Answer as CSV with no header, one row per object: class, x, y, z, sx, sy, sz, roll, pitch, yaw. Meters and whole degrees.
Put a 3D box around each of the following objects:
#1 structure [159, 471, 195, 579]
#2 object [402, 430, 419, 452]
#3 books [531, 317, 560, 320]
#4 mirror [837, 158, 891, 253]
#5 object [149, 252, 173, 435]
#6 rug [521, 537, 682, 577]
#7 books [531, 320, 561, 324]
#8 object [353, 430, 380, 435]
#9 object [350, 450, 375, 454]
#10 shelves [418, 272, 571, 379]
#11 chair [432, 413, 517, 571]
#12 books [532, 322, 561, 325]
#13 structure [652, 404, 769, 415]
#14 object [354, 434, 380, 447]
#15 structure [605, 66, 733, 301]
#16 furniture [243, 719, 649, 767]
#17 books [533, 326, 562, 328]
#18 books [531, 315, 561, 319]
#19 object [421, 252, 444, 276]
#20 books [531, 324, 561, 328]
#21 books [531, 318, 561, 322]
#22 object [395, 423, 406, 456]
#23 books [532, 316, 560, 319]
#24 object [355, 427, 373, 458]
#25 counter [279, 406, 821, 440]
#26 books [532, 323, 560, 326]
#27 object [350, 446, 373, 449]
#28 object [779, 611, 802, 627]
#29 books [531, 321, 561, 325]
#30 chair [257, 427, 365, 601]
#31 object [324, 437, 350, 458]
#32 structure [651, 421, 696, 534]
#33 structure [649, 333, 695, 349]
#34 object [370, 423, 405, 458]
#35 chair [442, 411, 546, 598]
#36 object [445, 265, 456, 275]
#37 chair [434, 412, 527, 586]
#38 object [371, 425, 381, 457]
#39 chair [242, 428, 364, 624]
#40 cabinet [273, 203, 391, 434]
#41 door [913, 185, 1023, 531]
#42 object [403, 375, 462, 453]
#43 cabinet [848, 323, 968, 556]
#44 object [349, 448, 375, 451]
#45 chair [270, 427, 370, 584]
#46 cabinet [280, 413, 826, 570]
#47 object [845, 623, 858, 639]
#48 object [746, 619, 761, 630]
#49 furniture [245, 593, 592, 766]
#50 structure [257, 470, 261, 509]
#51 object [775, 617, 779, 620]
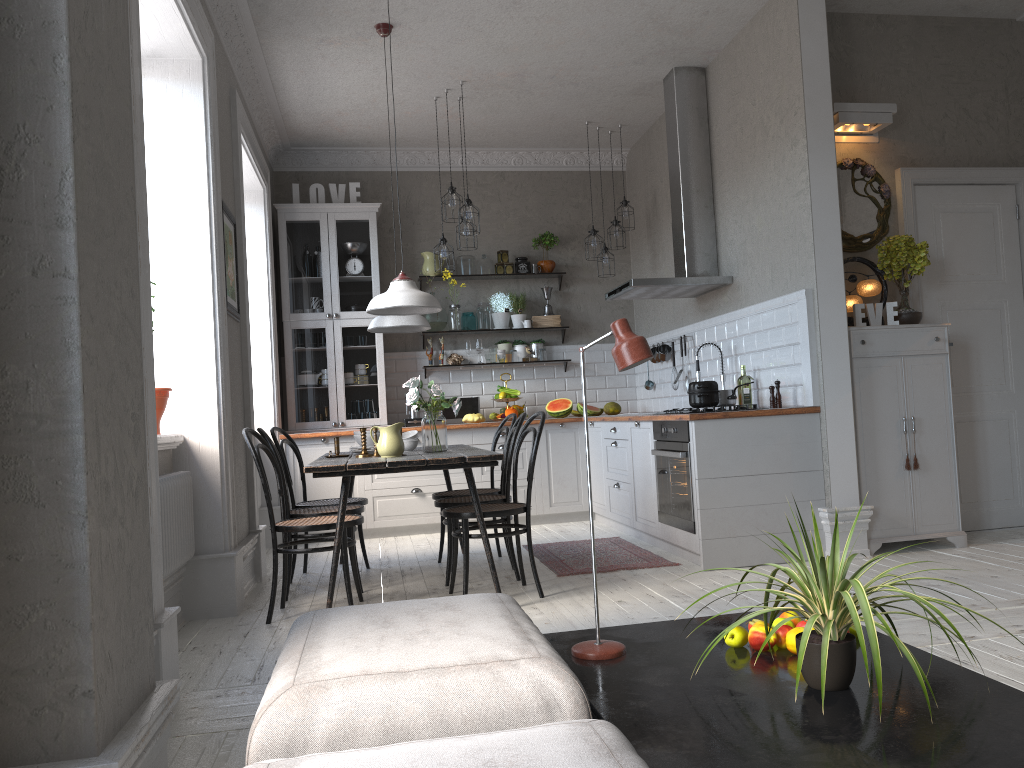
structure,-1.480,0.601,3.648,0.150,0.428,1.212,-3,-2,-11
object,-0.607,0.333,5.171,0.124,0.119,0.128,-3,-2,6
books,0.308,-0.585,8.035,0.261,0.016,0.158,-3,-2,2
mirror,2.116,-1.111,5.474,0.537,0.593,0.070,-3,-2,-11
object,-1.673,-0.263,3.949,0.265,0.991,0.275,-4,-2,29
rug,0.510,1.066,5.560,0.742,0.014,1.279,-3,-2,-9
books,0.309,-0.564,8.034,0.263,0.011,0.157,-3,-2,-8
object,-0.817,0.314,5.087,0.182,0.094,0.177,-3,-2,-19
object,-0.813,0.388,5.085,0.236,0.027,0.239,-4,-2,8
shelves,-0.153,-0.508,7.934,1.327,0.923,0.227,-3,-2,-11
chair,-0.221,0.655,5.486,0.554,0.920,0.433,-3,-2,-13
books,0.310,-0.542,8.033,0.261,0.016,0.157,-3,-2,-2
structure,1.158,0.150,5.236,0.500,0.031,0.601,-3,-2,-10
object,-0.816,0.335,5.086,0.182,0.094,0.177,-3,-2,-19
structure,1.054,-1.448,6.343,0.718,1.595,0.706,-3,-2,-10
furniture,-0.048,0.697,0.906,0.588,0.476,0.821,-3,-2,-10
books,0.312,-0.509,8.032,0.263,0.011,0.157,-3,-2,-8
books,0.306,-0.607,8.036,0.262,0.011,0.157,-3,-2,-5
object,-0.698,-1.046,7.796,0.190,0.216,0.173,-3,-2,3
books,0.311,-0.521,8.033,0.262,0.011,0.157,-3,-2,-5
books,0.308,-0.574,8.035,0.262,0.011,0.157,-3,-2,-5
object,-0.575,0.285,4.555,0.059,0.167,0.059,-3,-2,3
books,0.307,-0.596,8.035,0.261,0.016,0.157,-3,-2,-2
object,-0.774,0.297,4.624,0.098,0.172,0.094,-2,-2,-29
counter,-0.093,0.293,6.296,3.187,0.039,3.363,-3,-2,-10
books,0.311,-0.531,8.033,0.261,0.016,0.158,-3,-2,2
object,-0.814,0.370,5.086,0.235,0.027,0.239,-4,-2,13
object,0.724,0.620,2.299,0.061,0.062,0.062,-2,-2,-29
books,0.309,-0.553,8.034,0.262,0.011,0.157,-3,-2,-5
chair,-1.090,0.682,4.861,0.554,0.920,0.433,-3,-2,-13
object,-0.954,0.344,4.829,0.142,0.112,0.137,-2,-2,-28
structure,1.205,0.512,5.225,0.623,0.623,0.617,-3,-2,-10
structure,1.257,-0.336,7.207,0.095,0.053,1.077,-3,-2,-9
object,-0.617,0.283,4.463,0.133,0.170,0.153,-5,-3,41
chair,-0.079,0.611,4.485,0.554,0.920,0.433,-3,-2,-13
object,-0.546,-0.999,7.882,0.104,0.111,0.102,-3,-2,-10
chair,-0.165,0.635,5.008,0.550,0.920,0.437,-3,-2,-3
object,-0.703,0.290,4.565,0.061,0.172,0.062,-4,-2,11
chair,-1.002,0.658,4.317,0.550,0.920,0.437,-3,-2,-3
cabinet,-1.508,-0.537,7.529,0.887,1.921,0.384,-3,-2,-11
door,2.945,-0.177,5.601,0.757,2.183,0.079,-3,-2,-12
object,-0.419,0.157,4.714,0.314,0.414,0.249,-3,-2,-12
cabinet,2.220,0.316,5.203,0.672,1.297,0.381,-3,-2,-11
object,-0.813,0.379,5.085,0.242,0.027,0.232,-1,-3,-42
chair,-1.147,0.703,5.341,0.548,0.920,0.438,-3,-2,2
cabinet,0.354,0.687,6.515,4.111,0.854,2.028,-5,-2,36
object,0.850,0.615,2.236,0.059,0.053,0.059,-3,-2,-4
object,0.645,0.636,2.298,0.065,0.039,0.066,-3,-2,-4
furniture,-0.199,0.740,1.871,0.588,0.476,0.821,-3,-2,-10
structure,-1.869,0.712,6.131,0.150,0.428,1.212,-3,-2,-11
object,0.723,0.635,2.368,0.048,0.036,0.061,-3,-2,1
